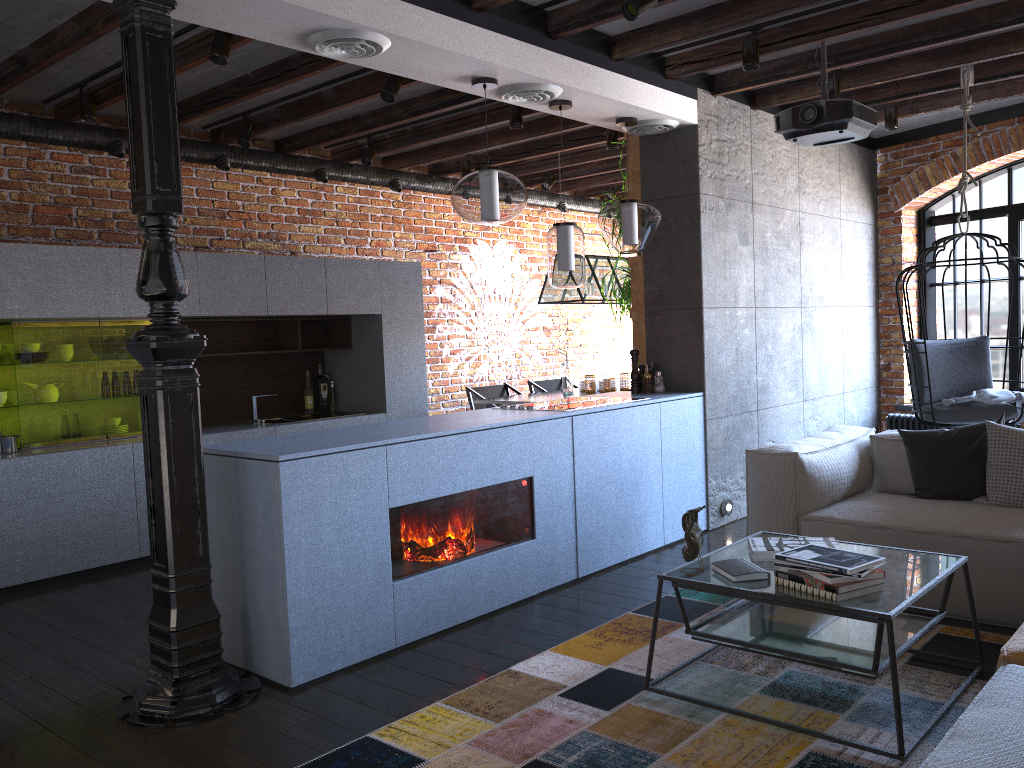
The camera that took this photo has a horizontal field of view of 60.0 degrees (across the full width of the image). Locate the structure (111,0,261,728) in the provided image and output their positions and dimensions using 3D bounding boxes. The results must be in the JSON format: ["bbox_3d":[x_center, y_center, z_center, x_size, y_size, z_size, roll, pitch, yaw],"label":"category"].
[{"bbox_3d":[2.532,-0.156,1.519,8.514,2.395,0.481,-1,4,22],"label":"structure"}]

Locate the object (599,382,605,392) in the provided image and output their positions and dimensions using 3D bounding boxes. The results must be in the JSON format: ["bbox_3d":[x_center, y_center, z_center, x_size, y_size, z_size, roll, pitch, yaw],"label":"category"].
[{"bbox_3d":[0.731,0.025,7.187,0.049,0.080,0.049,-1,4,25],"label":"object"}]

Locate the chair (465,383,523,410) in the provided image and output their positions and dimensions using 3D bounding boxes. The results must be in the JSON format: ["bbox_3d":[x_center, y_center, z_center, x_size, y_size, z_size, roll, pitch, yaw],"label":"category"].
[{"bbox_3d":[0.006,0.414,7.356,0.610,0.819,0.495,1,5,42],"label":"chair"}]

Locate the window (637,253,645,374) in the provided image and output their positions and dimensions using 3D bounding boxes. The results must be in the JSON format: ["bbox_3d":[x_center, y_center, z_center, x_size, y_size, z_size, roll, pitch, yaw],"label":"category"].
[{"bbox_3d":[2.241,-0.844,9.052,0.177,2.234,3.144,-4,4,-31],"label":"window"}]

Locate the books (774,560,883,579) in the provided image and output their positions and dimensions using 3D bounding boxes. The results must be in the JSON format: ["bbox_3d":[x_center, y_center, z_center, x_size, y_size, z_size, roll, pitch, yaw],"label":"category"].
[{"bbox_3d":[0.983,0.556,2.752,0.268,0.014,0.196,0,4,40],"label":"books"}]

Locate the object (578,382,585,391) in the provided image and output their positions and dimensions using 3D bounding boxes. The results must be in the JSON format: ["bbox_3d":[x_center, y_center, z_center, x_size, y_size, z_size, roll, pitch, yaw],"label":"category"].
[{"bbox_3d":[0.589,0.020,7.444,0.060,0.073,0.060,-3,4,-17],"label":"object"}]

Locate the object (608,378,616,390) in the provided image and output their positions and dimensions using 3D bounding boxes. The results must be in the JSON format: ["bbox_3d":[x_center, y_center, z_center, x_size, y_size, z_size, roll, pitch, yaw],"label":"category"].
[{"bbox_3d":[0.831,0.002,7.358,0.061,0.099,0.061,-5,5,-42],"label":"object"}]

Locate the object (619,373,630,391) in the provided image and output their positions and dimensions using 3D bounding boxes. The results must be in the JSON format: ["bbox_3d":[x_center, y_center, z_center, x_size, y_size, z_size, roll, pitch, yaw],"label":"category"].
[{"bbox_3d":[0.927,-0.019,7.301,0.086,0.140,0.086,0,4,31],"label":"object"}]

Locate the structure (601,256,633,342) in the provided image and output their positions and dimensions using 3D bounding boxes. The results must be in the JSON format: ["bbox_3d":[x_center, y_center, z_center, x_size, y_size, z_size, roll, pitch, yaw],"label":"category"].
[{"bbox_3d":[0.902,-0.565,5.936,0.570,0.621,0.422,-4,4,-29],"label":"structure"}]

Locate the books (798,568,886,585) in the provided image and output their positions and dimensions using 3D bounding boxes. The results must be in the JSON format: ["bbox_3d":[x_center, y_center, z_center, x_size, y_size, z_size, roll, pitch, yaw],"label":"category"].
[{"bbox_3d":[1.003,0.573,2.761,0.190,0.023,0.239,-3,3,-14],"label":"books"}]

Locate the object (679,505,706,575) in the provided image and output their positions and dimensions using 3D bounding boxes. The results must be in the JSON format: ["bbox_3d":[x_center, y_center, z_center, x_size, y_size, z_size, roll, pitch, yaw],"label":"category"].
[{"bbox_3d":[0.612,0.521,2.972,0.093,0.223,0.099,-3,4,-9],"label":"object"}]

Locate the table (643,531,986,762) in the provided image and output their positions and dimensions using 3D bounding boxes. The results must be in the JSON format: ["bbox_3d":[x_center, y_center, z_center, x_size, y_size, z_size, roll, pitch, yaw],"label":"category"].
[{"bbox_3d":[1.028,0.807,3.004,0.842,0.389,0.848,1,4,42],"label":"table"}]

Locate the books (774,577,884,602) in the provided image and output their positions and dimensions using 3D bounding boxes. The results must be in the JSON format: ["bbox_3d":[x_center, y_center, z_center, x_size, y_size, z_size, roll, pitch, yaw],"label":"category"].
[{"bbox_3d":[0.983,0.619,2.754,0.209,0.024,0.247,-4,4,-29],"label":"books"}]

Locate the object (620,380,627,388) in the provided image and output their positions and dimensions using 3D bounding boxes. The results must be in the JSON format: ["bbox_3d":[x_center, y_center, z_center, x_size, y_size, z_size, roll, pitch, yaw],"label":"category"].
[{"bbox_3d":[0.946,0.003,7.493,0.060,0.073,0.060,-3,4,-17],"label":"object"}]

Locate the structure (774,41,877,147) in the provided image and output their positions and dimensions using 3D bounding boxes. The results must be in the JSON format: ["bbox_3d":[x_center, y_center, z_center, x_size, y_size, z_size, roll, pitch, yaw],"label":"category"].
[{"bbox_3d":[1.612,-1.665,4.562,0.409,0.816,0.463,1,5,42],"label":"structure"}]

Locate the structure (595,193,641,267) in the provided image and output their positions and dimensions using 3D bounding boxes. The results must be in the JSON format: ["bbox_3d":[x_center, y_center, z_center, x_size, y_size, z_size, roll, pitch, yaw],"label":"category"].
[{"bbox_3d":[0.828,-1.041,5.910,0.570,0.621,0.422,-2,3,11],"label":"structure"}]

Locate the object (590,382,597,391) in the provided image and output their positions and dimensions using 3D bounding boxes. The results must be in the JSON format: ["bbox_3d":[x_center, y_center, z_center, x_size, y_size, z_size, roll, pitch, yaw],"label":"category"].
[{"bbox_3d":[0.674,0.022,7.353,0.060,0.073,0.060,-3,4,-17],"label":"object"}]

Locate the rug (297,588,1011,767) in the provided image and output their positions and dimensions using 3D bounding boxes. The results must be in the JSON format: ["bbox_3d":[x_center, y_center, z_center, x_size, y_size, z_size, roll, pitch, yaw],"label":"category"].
[{"bbox_3d":[0.637,1.037,2.927,1.432,0.013,2.363,0,4,42],"label":"rug"}]

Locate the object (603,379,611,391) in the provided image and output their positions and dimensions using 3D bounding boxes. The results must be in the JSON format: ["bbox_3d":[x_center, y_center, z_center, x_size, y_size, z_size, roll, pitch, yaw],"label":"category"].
[{"bbox_3d":[0.782,0.008,7.290,0.061,0.099,0.061,-3,3,-11],"label":"object"}]

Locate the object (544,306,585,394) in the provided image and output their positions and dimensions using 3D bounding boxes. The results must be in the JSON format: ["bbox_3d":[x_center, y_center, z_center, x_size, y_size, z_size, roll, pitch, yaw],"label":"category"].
[{"bbox_3d":[0.446,-0.277,7.145,0.194,0.709,0.443,-5,4,-33],"label":"object"}]

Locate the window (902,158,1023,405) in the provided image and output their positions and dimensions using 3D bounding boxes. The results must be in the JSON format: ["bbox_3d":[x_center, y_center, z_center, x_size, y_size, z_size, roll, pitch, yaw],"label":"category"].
[{"bbox_3d":[4.190,-0.764,6.160,0.177,2.234,3.292,-4,4,-31],"label":"window"}]

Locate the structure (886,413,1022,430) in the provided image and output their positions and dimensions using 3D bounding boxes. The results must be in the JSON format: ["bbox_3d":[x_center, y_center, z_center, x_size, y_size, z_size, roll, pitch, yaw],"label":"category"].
[{"bbox_3d":[3.340,0.487,6.754,0.106,0.476,1.115,-4,4,-31],"label":"structure"}]

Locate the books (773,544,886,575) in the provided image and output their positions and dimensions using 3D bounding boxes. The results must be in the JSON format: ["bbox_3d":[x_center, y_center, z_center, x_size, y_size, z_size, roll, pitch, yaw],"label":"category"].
[{"bbox_3d":[0.982,0.541,2.751,0.196,0.014,0.268,-5,4,-37],"label":"books"}]

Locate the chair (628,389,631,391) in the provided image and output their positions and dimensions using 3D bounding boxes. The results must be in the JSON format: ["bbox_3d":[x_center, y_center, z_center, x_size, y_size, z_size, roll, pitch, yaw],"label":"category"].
[{"bbox_3d":[0.819,0.420,6.636,0.610,0.819,0.495,1,5,42],"label":"chair"}]

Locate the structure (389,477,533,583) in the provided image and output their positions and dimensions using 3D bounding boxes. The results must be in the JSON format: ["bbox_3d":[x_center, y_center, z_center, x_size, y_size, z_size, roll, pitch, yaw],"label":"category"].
[{"bbox_3d":[-0.321,0.636,3.923,0.332,0.394,0.943,1,4,42],"label":"structure"}]

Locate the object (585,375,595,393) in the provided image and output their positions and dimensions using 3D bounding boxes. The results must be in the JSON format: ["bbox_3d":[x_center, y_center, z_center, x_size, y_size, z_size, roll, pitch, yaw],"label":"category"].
[{"bbox_3d":[0.635,-0.003,7.225,0.086,0.140,0.086,-1,4,14],"label":"object"}]

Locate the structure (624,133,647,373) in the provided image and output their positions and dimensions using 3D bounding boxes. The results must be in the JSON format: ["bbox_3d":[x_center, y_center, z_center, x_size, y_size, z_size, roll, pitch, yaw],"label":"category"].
[{"bbox_3d":[1.775,-0.557,6.759,0.206,2.382,2.828,1,5,42],"label":"structure"}]

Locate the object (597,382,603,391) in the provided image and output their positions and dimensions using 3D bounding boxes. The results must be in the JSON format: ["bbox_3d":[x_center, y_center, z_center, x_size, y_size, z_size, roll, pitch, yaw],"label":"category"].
[{"bbox_3d":[0.731,0.018,7.383,0.060,0.073,0.060,-3,4,-17],"label":"object"}]

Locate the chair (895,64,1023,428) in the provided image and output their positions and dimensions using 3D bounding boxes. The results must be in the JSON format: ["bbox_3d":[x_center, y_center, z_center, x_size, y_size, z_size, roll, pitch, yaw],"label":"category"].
[{"bbox_3d":[2.739,-0.801,5.406,0.802,2.221,0.682,-3,3,-3],"label":"chair"}]

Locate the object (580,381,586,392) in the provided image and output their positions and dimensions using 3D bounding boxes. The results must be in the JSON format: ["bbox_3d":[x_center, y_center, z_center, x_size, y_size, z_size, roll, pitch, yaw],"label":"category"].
[{"bbox_3d":[0.595,0.017,7.371,0.054,0.087,0.054,-3,4,-16],"label":"object"}]

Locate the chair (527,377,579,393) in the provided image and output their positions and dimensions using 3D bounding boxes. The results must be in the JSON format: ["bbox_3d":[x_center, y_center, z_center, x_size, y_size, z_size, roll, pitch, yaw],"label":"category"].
[{"bbox_3d":[0.531,0.360,7.948,0.610,0.819,0.495,1,5,42],"label":"chair"}]

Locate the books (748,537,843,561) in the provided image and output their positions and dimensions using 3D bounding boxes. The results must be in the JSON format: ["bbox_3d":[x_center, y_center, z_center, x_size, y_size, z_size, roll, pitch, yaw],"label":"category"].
[{"bbox_3d":[1.011,0.590,3.171,0.309,0.038,0.225,-2,3,12],"label":"books"}]

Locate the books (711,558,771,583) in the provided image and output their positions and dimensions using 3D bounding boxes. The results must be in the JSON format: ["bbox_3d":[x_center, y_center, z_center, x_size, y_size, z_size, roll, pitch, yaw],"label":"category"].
[{"bbox_3d":[0.754,0.615,2.936,0.129,0.029,0.181,-3,3,-11],"label":"books"}]

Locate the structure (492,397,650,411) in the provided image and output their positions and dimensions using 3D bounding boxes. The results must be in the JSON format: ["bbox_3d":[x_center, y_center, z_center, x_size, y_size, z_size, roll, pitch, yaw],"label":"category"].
[{"bbox_3d":[0.332,0.117,4.842,0.504,0.057,0.763,0,4,42],"label":"structure"}]

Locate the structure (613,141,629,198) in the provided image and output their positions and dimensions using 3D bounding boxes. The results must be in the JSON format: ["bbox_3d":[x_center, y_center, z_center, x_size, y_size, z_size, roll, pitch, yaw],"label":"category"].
[{"bbox_3d":[0.949,-1.406,5.787,0.570,0.621,0.422,0,4,31],"label":"structure"}]

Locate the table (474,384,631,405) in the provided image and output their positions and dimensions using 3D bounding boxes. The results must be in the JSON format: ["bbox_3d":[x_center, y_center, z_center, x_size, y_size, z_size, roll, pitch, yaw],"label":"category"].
[{"bbox_3d":[0.680,0.431,7.296,0.905,0.737,1.887,1,4,42],"label":"table"}]

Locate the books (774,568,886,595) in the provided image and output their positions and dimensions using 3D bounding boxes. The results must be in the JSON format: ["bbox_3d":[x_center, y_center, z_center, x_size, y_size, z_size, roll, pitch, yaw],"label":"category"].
[{"bbox_3d":[0.983,0.596,2.751,0.209,0.023,0.251,-4,4,-29],"label":"books"}]
